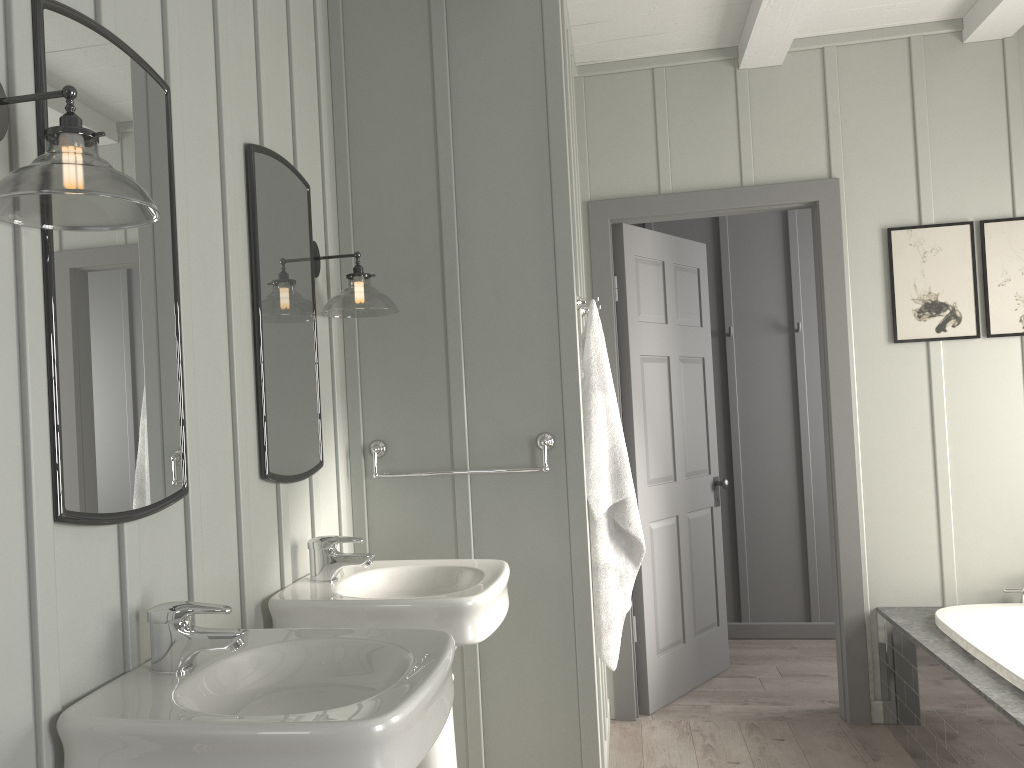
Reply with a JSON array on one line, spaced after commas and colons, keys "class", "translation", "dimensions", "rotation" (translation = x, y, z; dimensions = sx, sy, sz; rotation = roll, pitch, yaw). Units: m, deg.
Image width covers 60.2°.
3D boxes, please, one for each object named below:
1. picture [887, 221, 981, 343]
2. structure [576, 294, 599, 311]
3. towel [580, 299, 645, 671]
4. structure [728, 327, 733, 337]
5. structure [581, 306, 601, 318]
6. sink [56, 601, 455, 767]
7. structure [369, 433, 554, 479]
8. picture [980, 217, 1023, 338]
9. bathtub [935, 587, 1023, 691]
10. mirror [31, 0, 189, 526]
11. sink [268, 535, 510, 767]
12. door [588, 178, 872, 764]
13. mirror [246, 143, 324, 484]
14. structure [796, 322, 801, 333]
[{"class": "picture", "translation": [1.669, -0.401, 3.500], "dimensions": [0.317, 0.461, 0.012], "rotation": [-3, -1, 11]}, {"class": "structure", "translation": [0.248, -0.272, 2.929], "dimensions": [0.080, 0.056, 0.056], "rotation": [-3, -1, 10]}, {"class": "towel", "translation": [0.338, 0.322, 2.915], "dimensions": [0.164, 1.204, 0.313], "rotation": [-3, -1, 13]}, {"class": "structure", "translation": [1.207, -0.287, 4.907], "dimensions": [0.019, 0.051, 0.134], "rotation": [-3, -2, 7]}, {"class": "structure", "translation": [0.280, -0.266, 3.177], "dimensions": [0.080, 0.056, 0.056], "rotation": [-3, -1, 10]}, {"class": "sink", "translation": [-0.378, 0.883, 1.527], "dimensions": [0.574, 1.013, 0.562], "rotation": [-3, -1, 9]}, {"class": "structure", "translation": [-0.167, 0.229, 2.808], "dimensions": [0.610, 0.123, 0.054], "rotation": [-3, -1, 11]}, {"class": "picture", "translation": [2.005, -0.420, 3.435], "dimensions": [0.317, 0.461, 0.012], "rotation": [-3, -1, 11]}, {"class": "bathtub", "translation": [1.988, 0.913, 2.631], "dimensions": [1.062, 0.490, 1.542], "rotation": [-3, -2, 8]}, {"class": "mirror", "translation": [-0.703, -0.195, 1.585], "dimensions": [0.015, 0.884, 0.419], "rotation": [-3, -1, 7]}, {"class": "sink", "translation": [-0.278, 0.902, 2.323], "dimensions": [0.574, 1.013, 0.562], "rotation": [-3, -1, 9]}, {"class": "door", "translation": [0.169, 0.239, 0.662], "dimensions": [4.313, 2.196, 7.686], "rotation": [-3, -2, 8]}, {"class": "mirror", "translation": [-0.603, -0.176, 2.386], "dimensions": [0.015, 0.884, 0.419], "rotation": [-3, -1, 7]}, {"class": "structure", "translation": [1.564, -0.306, 4.845], "dimensions": [0.019, 0.051, 0.134], "rotation": [-3, -2, 7]}]
